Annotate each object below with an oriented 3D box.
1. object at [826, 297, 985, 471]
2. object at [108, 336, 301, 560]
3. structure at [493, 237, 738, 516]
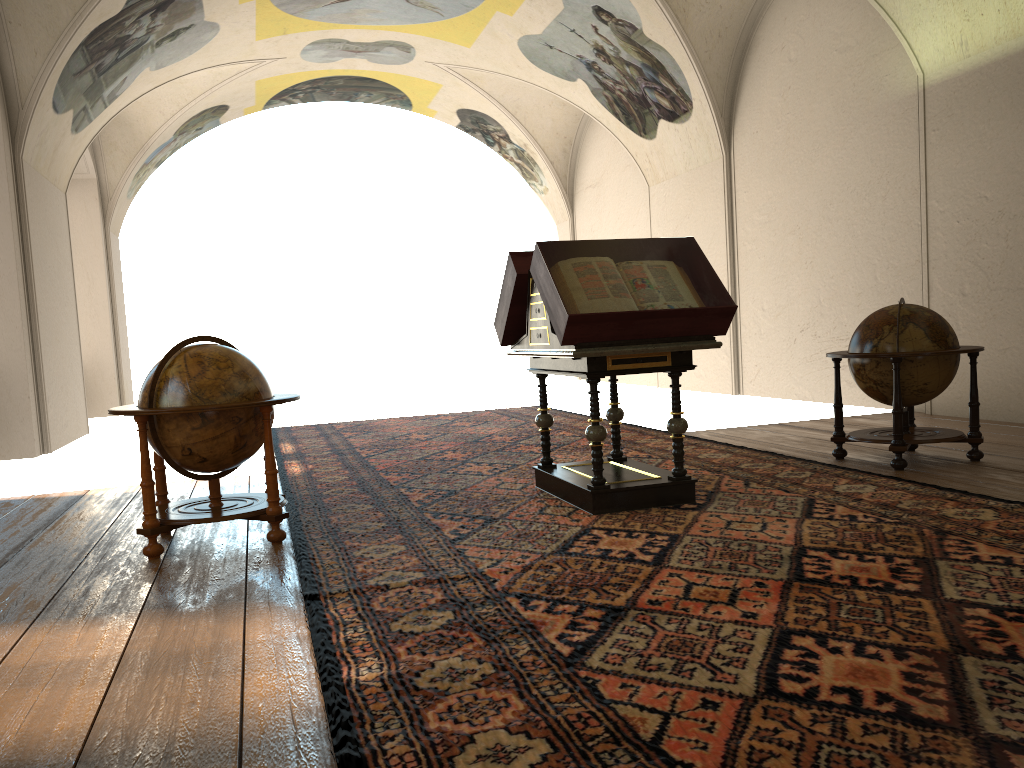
[{"bbox_3d":[3.470,-0.039,7.863,1.279,1.451,1.277,0,5,36],"label":"object"},{"bbox_3d":[-2.129,0.384,6.259,1.279,1.451,1.277,-2,4,21],"label":"object"},{"bbox_3d":[0.727,-0.086,6.889,1.244,1.984,1.889,-5,4,-16],"label":"structure"}]
